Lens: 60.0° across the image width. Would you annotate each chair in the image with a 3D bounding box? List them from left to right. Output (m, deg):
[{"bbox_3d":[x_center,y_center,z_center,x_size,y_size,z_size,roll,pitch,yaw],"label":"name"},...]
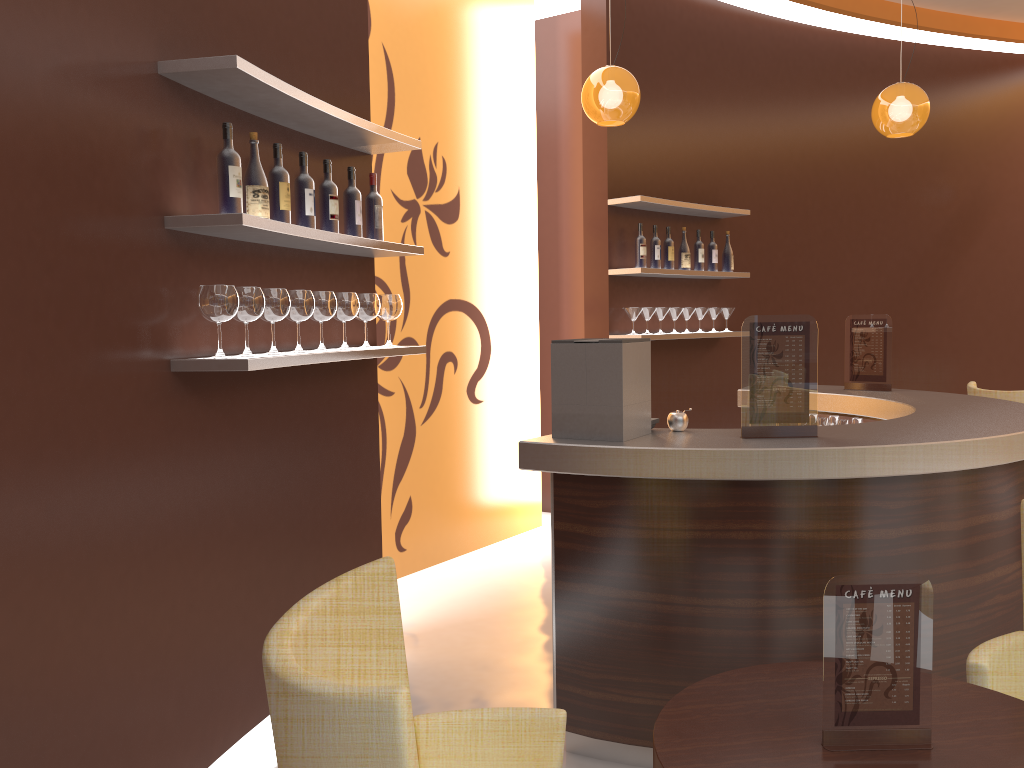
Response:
[{"bbox_3d":[-0.072,0.890,1.575,0.685,1.017,0.729,-1,4,-7],"label":"chair"},{"bbox_3d":[3.611,0.504,6.237,0.685,1.017,0.729,-2,4,-17],"label":"chair"},{"bbox_3d":[1.464,0.833,2.018,0.685,1.017,0.729,-4,5,-36],"label":"chair"}]

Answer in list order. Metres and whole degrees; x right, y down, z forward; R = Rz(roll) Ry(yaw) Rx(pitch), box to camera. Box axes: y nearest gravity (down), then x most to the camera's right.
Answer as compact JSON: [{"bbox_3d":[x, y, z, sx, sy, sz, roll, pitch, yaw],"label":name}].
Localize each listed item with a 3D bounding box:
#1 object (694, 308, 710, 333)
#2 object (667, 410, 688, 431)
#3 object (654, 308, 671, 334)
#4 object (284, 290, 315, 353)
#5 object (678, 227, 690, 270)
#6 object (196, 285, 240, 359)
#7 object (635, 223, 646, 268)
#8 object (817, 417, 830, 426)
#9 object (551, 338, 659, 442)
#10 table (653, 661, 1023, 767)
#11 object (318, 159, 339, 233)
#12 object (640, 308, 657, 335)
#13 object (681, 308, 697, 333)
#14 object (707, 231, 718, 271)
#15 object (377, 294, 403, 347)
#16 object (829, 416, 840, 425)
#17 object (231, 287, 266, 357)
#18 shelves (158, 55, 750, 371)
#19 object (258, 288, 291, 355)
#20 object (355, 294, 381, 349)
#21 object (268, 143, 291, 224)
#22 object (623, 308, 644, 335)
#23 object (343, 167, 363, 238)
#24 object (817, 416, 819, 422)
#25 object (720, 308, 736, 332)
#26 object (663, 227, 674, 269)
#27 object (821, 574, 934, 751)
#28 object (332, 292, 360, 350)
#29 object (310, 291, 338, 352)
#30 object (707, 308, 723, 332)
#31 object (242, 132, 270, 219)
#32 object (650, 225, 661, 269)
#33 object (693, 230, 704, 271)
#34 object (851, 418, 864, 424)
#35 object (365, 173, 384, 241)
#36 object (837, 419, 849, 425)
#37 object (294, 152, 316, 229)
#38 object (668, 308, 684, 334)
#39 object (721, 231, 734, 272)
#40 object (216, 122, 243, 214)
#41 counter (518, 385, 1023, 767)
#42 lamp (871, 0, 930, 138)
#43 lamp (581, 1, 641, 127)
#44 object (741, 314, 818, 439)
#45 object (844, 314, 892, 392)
[{"bbox_3d":[1.327,-0.449,6.254,0.137,0.174,0.137,-4,5,-39],"label":"object"},{"bbox_3d":[0.603,0.132,3.222,0.075,0.077,0.075,3,6,44],"label":"object"},{"bbox_3d":[0.997,-0.423,5.944,0.137,0.174,0.137,-4,5,-39],"label":"object"},{"bbox_3d":[-0.760,-0.221,3.149,0.125,0.221,0.125,0,4,11],"label":"object"},{"bbox_3d":[1.183,-0.925,6.097,0.086,0.303,0.086,-3,5,-30],"label":"object"},{"bbox_3d":[-0.886,-0.186,2.682,0.125,0.221,0.125,0,4,11],"label":"object"},{"bbox_3d":[0.830,-0.888,5.726,0.073,0.297,0.073,1,4,24],"label":"object"},{"bbox_3d":[1.663,0.254,4.739,0.067,0.148,0.067,-1,4,-6],"label":"object"},{"bbox_3d":[0.348,0.008,3.171,0.270,0.340,0.373,1,5,31],"label":"object"},{"bbox_3d":[0.716,1.036,1.720,0.872,0.679,0.874,2,5,32],"label":"table"},{"bbox_3d":[-0.694,-0.697,3.351,0.073,0.297,0.073,-1,4,-4],"label":"object"},{"bbox_3d":[0.890,-0.414,5.831,0.137,0.174,0.137,2,5,41],"label":"object"},{"bbox_3d":[1.213,-0.440,6.152,0.137,0.174,0.137,-4,5,-39],"label":"object"},{"bbox_3d":[1.424,-0.938,6.304,0.073,0.297,0.073,1,4,24],"label":"object"},{"bbox_3d":[-0.526,-0.269,3.776,0.125,0.221,0.125,0,4,11],"label":"object"},{"bbox_3d":[1.749,0.247,4.812,0.067,0.148,0.067,-4,5,-37],"label":"object"},{"bbox_3d":[-0.850,-0.198,2.836,0.125,0.221,0.125,0,4,11],"label":"object"},{"bbox_3d":[0.219,-0.648,4.621,0.586,0.902,4.744,2,5,33],"label":"shelves"},{"bbox_3d":[-0.808,-0.210,2.994,0.125,0.221,0.125,0,4,11],"label":"object"},{"bbox_3d":[-0.598,-0.257,3.623,0.125,0.221,0.125,0,4,11],"label":"object"},{"bbox_3d":[-0.799,-0.674,3.042,0.073,0.297,0.073,-5,6,-45],"label":"object"},{"bbox_3d":[0.783,-0.404,5.719,0.137,0.174,0.137,2,5,41],"label":"object"},{"bbox_3d":[-0.633,-0.709,3.515,0.073,0.297,0.073,-2,4,-17],"label":"object"},{"bbox_3d":[1.672,0.241,4.921,0.067,0.148,0.067,-2,4,-10],"label":"object"},{"bbox_3d":[1.563,-0.467,6.458,0.137,0.174,0.137,-4,5,-39],"label":"object"},{"bbox_3d":[1.053,-0.908,5.964,0.073,0.297,0.073,-2,4,-17],"label":"object"},{"bbox_3d":[0.701,0.530,1.700,0.209,0.335,0.042,-1,4,0],"label":"object"},{"bbox_3d":[-0.656,-0.245,3.463,0.125,0.221,0.125,0,4,11],"label":"object"},{"bbox_3d":[-0.712,-0.233,3.305,0.125,0.221,0.125,0,4,11],"label":"object"},{"bbox_3d":[1.446,-0.458,6.356,0.137,0.174,0.137,0,4,11],"label":"object"},{"bbox_3d":[-0.841,-0.668,2.904,0.086,0.303,0.086,-4,5,-35],"label":"object"},{"bbox_3d":[0.946,-0.898,5.851,0.073,0.297,0.073,1,4,24],"label":"object"},{"bbox_3d":[1.306,-0.929,6.199,0.073,0.297,0.073,1,4,24],"label":"object"},{"bbox_3d":[1.826,0.255,4.686,0.067,0.148,0.067,-1,4,4],"label":"object"},{"bbox_3d":[-0.571,-0.721,3.667,0.073,0.297,0.073,-1,4,-4],"label":"object"},{"bbox_3d":[1.728,0.261,4.629,0.067,0.148,0.067,-3,4,-27],"label":"object"},{"bbox_3d":[-0.749,-0.685,3.200,0.073,0.297,0.073,-1,4,-4],"label":"object"},{"bbox_3d":[1.109,-0.431,6.049,0.137,0.174,0.137,-4,5,-39],"label":"object"},{"bbox_3d":[1.560,-0.953,6.416,0.086,0.303,0.086,-1,4,0],"label":"object"},{"bbox_3d":[-0.868,-0.650,2.724,0.073,0.297,0.073,-1,4,-4],"label":"object"},{"bbox_3d":[1.455,0.661,3.902,1.586,1.100,2.917,1,5,31],"label":"counter"},{"bbox_3d":[2.138,-2.125,4.862,0.299,1.500,0.299,-1,4,4],"label":"lamp"},{"bbox_3d":[0.490,-2.069,4.448,0.299,1.500,0.299,-1,4,4],"label":"lamp"},{"bbox_3d":[0.902,-0.026,2.992,0.258,0.414,0.052,-1,4,0],"label":"object"},{"bbox_3d":[1.942,-0.172,4.839,0.258,0.414,0.052,3,6,45],"label":"object"}]
